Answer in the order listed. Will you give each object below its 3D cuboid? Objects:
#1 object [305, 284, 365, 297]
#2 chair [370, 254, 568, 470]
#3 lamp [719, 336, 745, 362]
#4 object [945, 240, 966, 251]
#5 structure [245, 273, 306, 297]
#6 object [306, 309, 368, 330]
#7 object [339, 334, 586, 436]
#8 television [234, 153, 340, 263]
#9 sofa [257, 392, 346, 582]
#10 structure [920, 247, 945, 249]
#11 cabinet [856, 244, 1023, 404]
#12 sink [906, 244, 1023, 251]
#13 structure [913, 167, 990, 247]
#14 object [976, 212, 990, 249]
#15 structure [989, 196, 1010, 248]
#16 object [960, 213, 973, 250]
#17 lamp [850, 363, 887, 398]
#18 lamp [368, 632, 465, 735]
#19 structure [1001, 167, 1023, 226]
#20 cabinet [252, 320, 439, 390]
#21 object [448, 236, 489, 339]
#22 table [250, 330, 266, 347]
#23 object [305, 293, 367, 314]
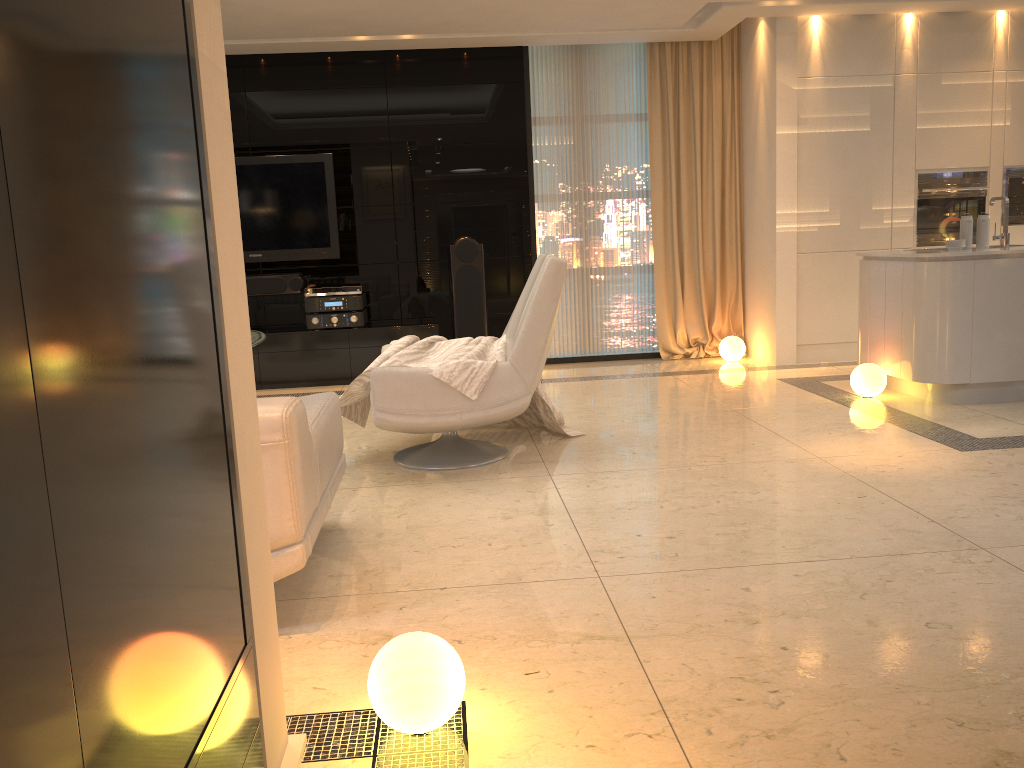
[{"bbox_3d":[-1.420,-0.752,7.155,0.441,0.070,0.371,-3,9,-4],"label":"object"},{"bbox_3d":[-0.206,-0.131,4.436,0.983,0.991,1.027,-3,9,-5],"label":"chair"},{"bbox_3d":[1.824,-0.292,7.349,0.213,0.214,0.212,-11,12,-43],"label":"lamp"},{"bbox_3d":[2.683,-0.840,5.366,0.111,0.062,0.111,0,9,17],"label":"object"},{"bbox_3d":[-2.063,-0.804,7.247,0.745,0.179,0.107,-3,9,-4],"label":"structure"},{"bbox_3d":[-1.410,-0.520,7.164,0.446,0.130,0.419,-3,9,-4],"label":"object"},{"bbox_3d":[-0.267,0.035,4.667,0.972,0.580,1.347,3,11,33],"label":"object"},{"bbox_3d":[-2.106,-1.409,7.184,1.358,0.839,0.055,-3,9,-4],"label":"television"},{"bbox_3d":[-1.770,0.311,2.862,2.328,0.754,1.145,-3,9,-4],"label":"sofa"},{"bbox_3d":[3.460,-0.824,7.290,0.609,0.597,0.595,-3,9,-4],"label":"structure"},{"bbox_3d":[4.173,-0.475,5.665,3.752,0.887,1.046,-3,9,-4],"label":"cabinet"},{"bbox_3d":[2.999,-0.806,5.719,0.738,0.152,0.485,-3,9,-4],"label":"sink"},{"bbox_3d":[3.432,-1.425,7.195,0.609,0.597,0.595,-3,9,-4],"label":"structure"},{"bbox_3d":[2.868,-0.933,5.398,0.071,0.219,0.071,-7,10,-27],"label":"object"},{"bbox_3d":[2.979,-0.997,5.475,0.089,0.310,0.177,-3,9,-4],"label":"structure"},{"bbox_3d":[2.762,-0.927,5.391,0.071,0.219,0.071,-5,9,-13],"label":"object"},{"bbox_3d":[2.225,-0.024,5.536,0.213,0.214,0.212,-11,12,-43],"label":"lamp"},{"bbox_3d":[-0.209,0.656,1.951,0.213,0.214,0.212,4,11,35],"label":"lamp"},{"bbox_3d":[4.173,-1.524,7.228,0.659,0.450,0.446,-3,9,-4],"label":"structure"},{"bbox_3d":[-2.007,-0.204,7.179,2.842,0.444,0.416,-3,9,-4],"label":"cabinet"},{"bbox_3d":[-0.350,-0.628,7.186,0.285,1.127,0.468,-3,9,-4],"label":"object"},{"bbox_3d":[-1.855,0.084,4.813,0.999,0.565,2.140,-3,9,-5],"label":"table"},{"bbox_3d":[-1.416,-0.650,7.150,0.446,0.130,0.407,-3,9,-4],"label":"object"}]
